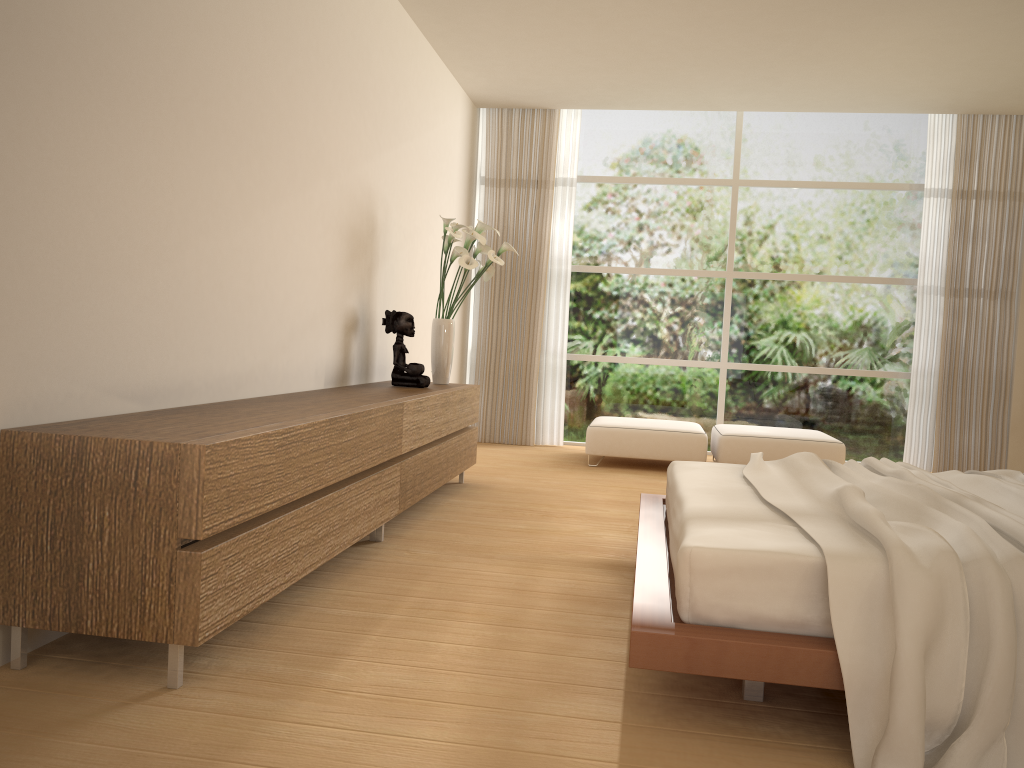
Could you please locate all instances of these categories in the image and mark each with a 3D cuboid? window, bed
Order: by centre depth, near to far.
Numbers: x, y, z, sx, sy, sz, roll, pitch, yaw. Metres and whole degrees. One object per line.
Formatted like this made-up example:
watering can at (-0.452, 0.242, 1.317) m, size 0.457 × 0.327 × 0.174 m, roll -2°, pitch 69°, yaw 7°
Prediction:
bed at (1.710, 0.630, 3.053) m, size 2.535 × 0.570 × 2.599 m, roll 3°, pitch 3°, yaw 9°
window at (2.016, -1.014, 8.229) m, size 4.781 × 3.371 × 0.071 m, roll 3°, pitch 3°, yaw 9°

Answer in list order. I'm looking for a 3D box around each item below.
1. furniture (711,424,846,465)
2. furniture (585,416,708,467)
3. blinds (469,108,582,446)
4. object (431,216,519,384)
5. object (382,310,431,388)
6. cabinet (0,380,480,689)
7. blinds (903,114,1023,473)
furniture at (2.148, 0.554, 7.292) m, size 0.965 × 0.346 × 0.964 m, roll 3°, pitch 3°, yaw 9°
furniture at (1.126, 0.492, 7.450) m, size 0.965 × 0.346 × 0.964 m, roll 3°, pitch 3°, yaw 9°
blinds at (0.098, -1.108, 8.266) m, size 0.950 × 3.352 × 0.211 m, roll 3°, pitch 3°, yaw 7°
object at (-0.290, -0.533, 5.723) m, size 0.515 × 1.085 × 0.608 m, roll 1°, pitch 3°, yaw -33°
object at (-0.624, -0.210, 5.289) m, size 0.282 × 0.453 × 0.181 m, roll 3°, pitch 3°, yaw 9°
cabinet at (-0.808, 0.394, 4.175) m, size 0.588 × 0.662 × 3.713 m, roll 3°, pitch 3°, yaw 9°
blinds at (3.920, -0.874, 7.623) m, size 0.814 × 3.351 × 0.202 m, roll 3°, pitch 3°, yaw 8°
